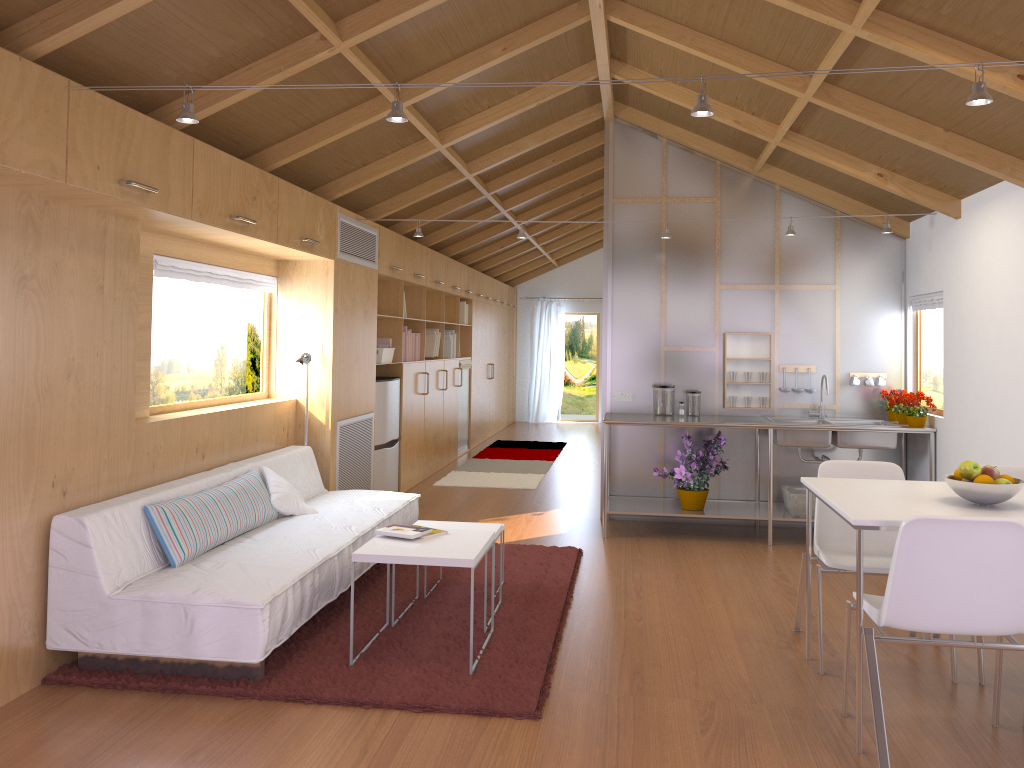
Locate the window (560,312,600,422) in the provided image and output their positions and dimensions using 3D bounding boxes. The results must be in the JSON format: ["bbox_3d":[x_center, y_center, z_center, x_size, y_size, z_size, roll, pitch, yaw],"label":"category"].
[{"bbox_3d":[0.991,-0.280,14.460,0.874,1.790,0.025,1,-2,8],"label":"window"}]

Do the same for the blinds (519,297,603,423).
[{"bbox_3d":[1.522,-0.378,14.225,2.847,2.041,0.232,1,-2,7],"label":"blinds"}]

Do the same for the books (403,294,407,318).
[{"bbox_3d":[-1.009,-0.714,7.585,0.176,0.297,0.279,1,0,8],"label":"books"}]

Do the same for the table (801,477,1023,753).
[{"bbox_3d":[1.739,0.792,3.162,1.209,0.744,0.898,1,1,8],"label":"table"}]

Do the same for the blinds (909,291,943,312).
[{"bbox_3d":[2.762,-0.546,5.862,0.047,0.111,0.724,1,3,8],"label":"blinds"}]

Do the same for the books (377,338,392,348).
[{"bbox_3d":[-1.060,-0.275,7.176,0.150,0.193,0.088,1,-1,8],"label":"books"}]

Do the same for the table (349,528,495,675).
[{"bbox_3d":[-0.354,0.875,3.675,0.485,0.439,0.524,1,1,8],"label":"table"}]

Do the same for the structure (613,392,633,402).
[{"bbox_3d":[0.817,0.094,6.503,0.142,0.071,0.011,1,-2,8],"label":"structure"}]

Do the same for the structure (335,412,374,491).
[{"bbox_3d":[-1.094,0.589,6.180,0.013,0.722,0.819,1,1,8],"label":"structure"}]

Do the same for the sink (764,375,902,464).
[{"bbox_3d":[2.157,0.259,6.020,0.810,0.642,0.563,1,0,8],"label":"sink"}]

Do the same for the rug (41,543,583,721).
[{"bbox_3d":[-0.677,1.071,4.383,1.885,0.020,2.480,1,3,8],"label":"rug"}]

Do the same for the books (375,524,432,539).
[{"bbox_3d":[-0.464,0.631,3.783,0.193,0.016,0.152,2,3,27],"label":"books"}]

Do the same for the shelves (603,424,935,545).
[{"bbox_3d":[1.685,0.652,6.046,2.092,0.754,0.632,1,0,8],"label":"shelves"}]

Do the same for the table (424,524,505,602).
[{"bbox_3d":[-0.236,0.902,4.526,0.342,0.309,0.369,1,1,8],"label":"table"}]

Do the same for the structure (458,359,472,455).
[{"bbox_3d":[-0.676,0.251,10.174,0.316,1.081,0.724,1,0,8],"label":"structure"}]

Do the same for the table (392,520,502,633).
[{"bbox_3d":[-0.291,0.883,4.131,0.424,0.384,0.458,1,1,8],"label":"table"}]

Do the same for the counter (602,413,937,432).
[{"bbox_3d":[1.690,0.257,6.058,2.109,0.021,0.649,1,3,8],"label":"counter"}]

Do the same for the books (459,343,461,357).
[{"bbox_3d":[-0.681,-0.447,9.975,0.176,0.297,0.279,1,0,8],"label":"books"}]

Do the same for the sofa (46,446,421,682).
[{"bbox_3d":[-1.138,0.754,4.348,0.862,0.629,2.354,1,2,8],"label":"sofa"}]

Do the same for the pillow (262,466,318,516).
[{"bbox_3d":[-1.190,0.572,4.709,0.267,0.252,0.346,1,1,-28],"label":"pillow"}]

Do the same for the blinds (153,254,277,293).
[{"bbox_3d":[-1.643,-0.610,5.017,0.047,0.111,1.497,1,3,8],"label":"blinds"}]

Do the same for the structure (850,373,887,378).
[{"bbox_3d":[2.525,-0.062,6.255,0.250,0.032,0.041,1,1,8],"label":"structure"}]

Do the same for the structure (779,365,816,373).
[{"bbox_3d":[2.046,-0.109,6.335,0.250,0.051,0.016,1,-1,8],"label":"structure"}]

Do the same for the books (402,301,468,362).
[{"bbox_3d":[-0.805,-0.585,9.018,0.189,0.658,3.108,1,2,8],"label":"books"}]

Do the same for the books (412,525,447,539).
[{"bbox_3d":[-0.404,0.644,3.844,0.193,0.016,0.152,3,3,37],"label":"books"}]

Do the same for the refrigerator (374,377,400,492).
[{"bbox_3d":[-1.069,0.450,7.039,0.262,0.989,0.712,1,0,8],"label":"refrigerator"}]

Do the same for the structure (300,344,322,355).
[{"bbox_3d":[-1.297,-0.223,5.711,0.142,0.071,0.011,1,-2,8],"label":"structure"}]

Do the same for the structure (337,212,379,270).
[{"bbox_3d":[-1.075,-0.991,6.206,0.013,0.301,0.902,1,2,8],"label":"structure"}]

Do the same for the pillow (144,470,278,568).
[{"bbox_3d":[-1.353,0.599,4.102,0.171,0.252,1.041,1,2,8],"label":"pillow"}]

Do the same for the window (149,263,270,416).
[{"bbox_3d":[-1.698,-0.271,5.013,0.035,0.791,1.496,1,2,8],"label":"window"}]

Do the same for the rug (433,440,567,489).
[{"bbox_3d":[0.003,0.837,9.686,0.917,0.011,3.720,1,3,8],"label":"rug"}]

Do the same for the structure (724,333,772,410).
[{"bbox_3d":[1.695,-0.093,6.353,0.328,0.546,0.076,1,-2,8],"label":"structure"}]

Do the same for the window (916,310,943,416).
[{"bbox_3d":[2.798,-0.200,5.846,0.026,0.796,0.723,1,0,8],"label":"window"}]
